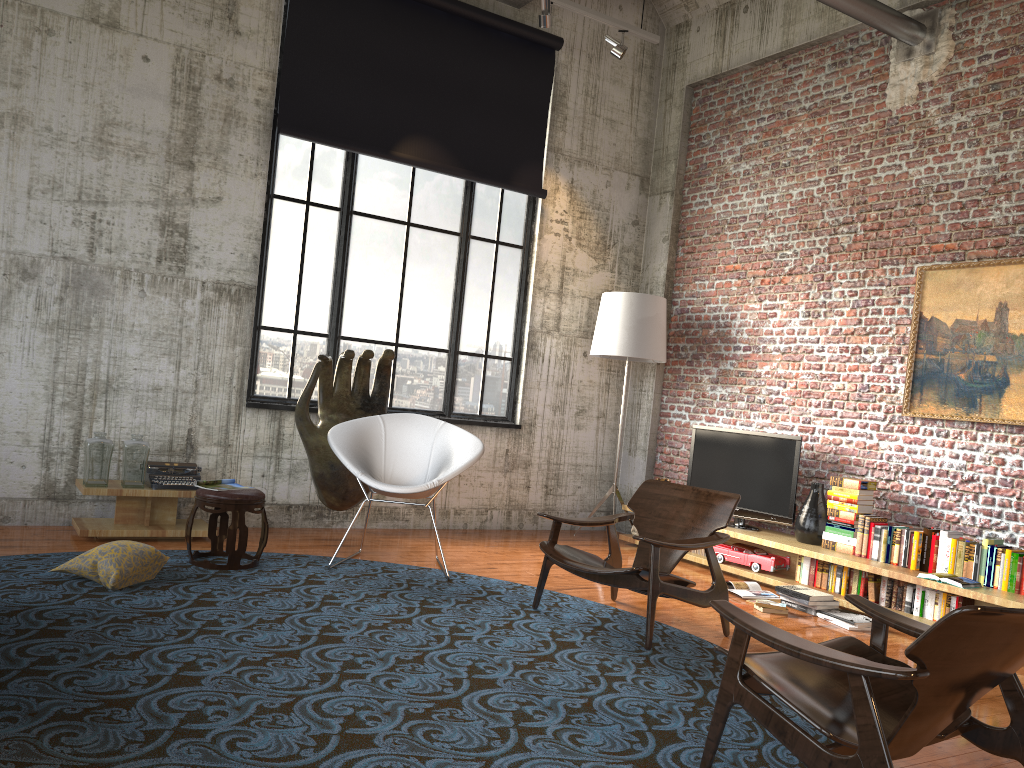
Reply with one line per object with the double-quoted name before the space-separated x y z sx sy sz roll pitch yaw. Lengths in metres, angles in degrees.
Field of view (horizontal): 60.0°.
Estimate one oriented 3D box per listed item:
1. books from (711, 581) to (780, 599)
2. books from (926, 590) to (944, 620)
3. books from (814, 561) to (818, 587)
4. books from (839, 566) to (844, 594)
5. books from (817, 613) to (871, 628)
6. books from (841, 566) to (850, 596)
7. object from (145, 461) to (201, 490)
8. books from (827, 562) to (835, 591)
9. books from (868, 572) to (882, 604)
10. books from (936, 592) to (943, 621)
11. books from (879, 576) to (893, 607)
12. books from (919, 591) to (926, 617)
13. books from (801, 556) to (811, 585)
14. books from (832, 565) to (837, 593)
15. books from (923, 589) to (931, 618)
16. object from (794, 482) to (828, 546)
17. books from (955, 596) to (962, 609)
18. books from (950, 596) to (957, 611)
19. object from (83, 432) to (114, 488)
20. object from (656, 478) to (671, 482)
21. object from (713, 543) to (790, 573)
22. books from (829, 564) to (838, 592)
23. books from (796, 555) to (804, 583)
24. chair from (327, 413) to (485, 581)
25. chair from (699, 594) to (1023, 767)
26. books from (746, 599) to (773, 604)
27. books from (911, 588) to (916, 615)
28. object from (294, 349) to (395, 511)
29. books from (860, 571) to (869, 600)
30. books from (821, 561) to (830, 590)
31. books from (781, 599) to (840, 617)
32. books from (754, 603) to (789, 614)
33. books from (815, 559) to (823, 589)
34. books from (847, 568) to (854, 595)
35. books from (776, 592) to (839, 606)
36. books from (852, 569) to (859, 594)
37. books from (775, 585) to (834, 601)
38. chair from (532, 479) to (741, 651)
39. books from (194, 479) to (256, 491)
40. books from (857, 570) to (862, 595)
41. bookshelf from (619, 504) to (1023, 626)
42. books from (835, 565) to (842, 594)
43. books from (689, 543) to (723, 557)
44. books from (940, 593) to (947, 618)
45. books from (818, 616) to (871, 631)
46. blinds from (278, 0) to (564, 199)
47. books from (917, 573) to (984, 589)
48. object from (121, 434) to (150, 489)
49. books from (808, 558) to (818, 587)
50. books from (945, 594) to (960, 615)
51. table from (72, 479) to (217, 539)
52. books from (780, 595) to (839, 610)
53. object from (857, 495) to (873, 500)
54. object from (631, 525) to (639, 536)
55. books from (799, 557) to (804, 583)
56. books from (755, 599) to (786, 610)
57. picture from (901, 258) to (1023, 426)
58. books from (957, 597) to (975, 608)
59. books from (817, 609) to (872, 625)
"books" 1.655 1.450 6.301 0.300 0.049 0.422 6 -1 -17
"books" 2.714 1.411 5.663 0.129 0.186 0.043 6 1 -32
"books" 2.247 1.373 6.407 0.140 0.194 0.023 6 1 -32
"books" 2.373 1.370 6.229 0.159 0.220 0.030 6 1 -32
"books" 2.143 1.501 5.652 0.232 0.017 0.306 6 -1 -34
"books" 2.372 1.370 6.193 0.159 0.220 0.030 6 1 -32
"object" -2.373 0.647 6.235 0.424 0.153 0.381 6 -1 -32
"books" 2.306 1.366 6.311 0.139 0.217 0.022 6 1 -32
"books" 2.485 1.362 6.021 0.153 0.256 0.088 5 1 -32
"books" 2.748 1.411 5.611 0.138 0.191 0.026 6 1 -32
"books" 2.544 1.384 5.961 0.149 0.214 0.049 6 1 -32
"books" 2.681 1.418 5.720 0.122 0.168 0.020 6 1 -32
"books" 2.206 1.344 6.484 0.172 0.247 0.057 6 1 -32
"books" 2.324 1.379 6.270 0.140 0.194 0.023 6 1 -32
"books" 2.707 1.414 5.704 0.132 0.181 0.034 6 1 -32
"object" 2.279 0.973 6.676 0.268 0.456 0.267 6 1 -1
"books" 2.802 1.417 5.520 0.121 0.189 0.019 6 1 -32
"books" 2.793 1.420 5.546 0.132 0.181 0.034 6 1 -32
"object" -2.754 0.502 5.892 0.163 0.361 0.163 5 1 -34
"object" 1.350 0.950 7.966 0.217 0.208 0.214 6 0 -43
"object" 1.851 1.350 6.917 0.244 0.174 0.599 6 -1 -40
"books" 2.310 1.378 6.289 0.140 0.194 0.023 6 1 -32
"books" 2.161 1.355 6.532 0.139 0.217 0.022 6 1 -32
"chair" -0.754 0.721 6.013 1.057 1.031 0.806 6 0 8
"chair" 1.245 0.999 2.935 0.876 0.793 1.041 6 0 -31
"books" 1.701 1.483 6.012 0.189 0.012 0.133 6 -1 -34
"books" 2.649 1.415 5.771 0.122 0.168 0.020 6 1 -32
"object" -1.310 0.348 6.782 0.728 1.297 0.455 6 1 -20
"books" 2.447 1.375 6.062 0.159 0.220 0.030 6 1 -32
"books" 2.285 1.366 6.341 0.148 0.213 0.049 6 1 -32
"books" 2.012 1.499 5.962 0.237 0.040 0.319 6 -1 -30
"books" 1.695 1.469 5.800 0.182 0.030 0.128 6 -1 -10
"books" 2.259 1.367 6.378 0.151 0.208 0.039 6 1 -32
"books" 2.410 1.371 6.168 0.157 0.225 0.052 6 1 -32
"books" 1.982 1.433 5.938 0.262 0.028 0.320 6 -1 -22
"books" 2.416 1.379 6.119 0.151 0.208 0.039 6 1 -32
"books" 1.957 1.400 5.933 0.236 0.035 0.296 6 -1 -30
"chair" 0.723 0.978 5.091 1.045 0.793 0.873 6 0 -42
"books" -1.800 0.634 5.569 0.228 0.043 0.301 5 -1 32
"books" 2.440 1.375 6.092 0.159 0.220 0.030 6 1 -32
"bookshelf" 2.221 1.374 6.551 0.549 0.359 3.839 6 -1 -32
"books" 2.346 1.378 6.249 0.146 0.200 0.032 6 1 -32
"books" 1.613 1.316 7.377 0.174 0.218 0.232 6 0 -32
"books" 2.758 1.412 5.588 0.138 0.191 0.026 6 1 -32
"books" 2.143 1.518 5.647 0.232 0.017 0.313 6 -1 -17
"blinds" -0.676 -2.519 7.399 2.446 1.464 0.150 6 1 -31
"books" 2.709 1.209 5.487 0.214 0.040 0.316 6 -1 -32
"object" -2.558 0.523 6.014 0.163 0.361 0.162 5 1 -29
"books" 2.231 1.343 6.437 0.153 0.252 0.046 5 1 -32
"books" 2.774 1.414 5.568 0.138 0.191 0.026 6 1 -32
"table" -2.547 0.885 6.175 0.876 0.359 0.474 6 0 -32
"books" 2.003 1.463 5.966 0.237 0.028 0.299 6 -1 -34
"object" 2.443 0.803 6.399 0.178 0.031 0.248 6 -1 -32
"object" 1.204 1.322 7.956 0.183 0.133 0.273 6 0 -23
"books" 2.174 1.368 6.514 0.140 0.194 0.023 6 1 -32
"books" 1.695 1.443 5.803 0.189 0.022 0.133 5 -1 19
"picture" 3.116 -0.280 5.850 0.040 1.065 1.063 5 0 -32
"books" 2.812 1.416 5.500 0.138 0.191 0.026 6 1 -32
"books" 2.153 1.486 5.653 0.250 0.014 0.310 6 -1 -25
